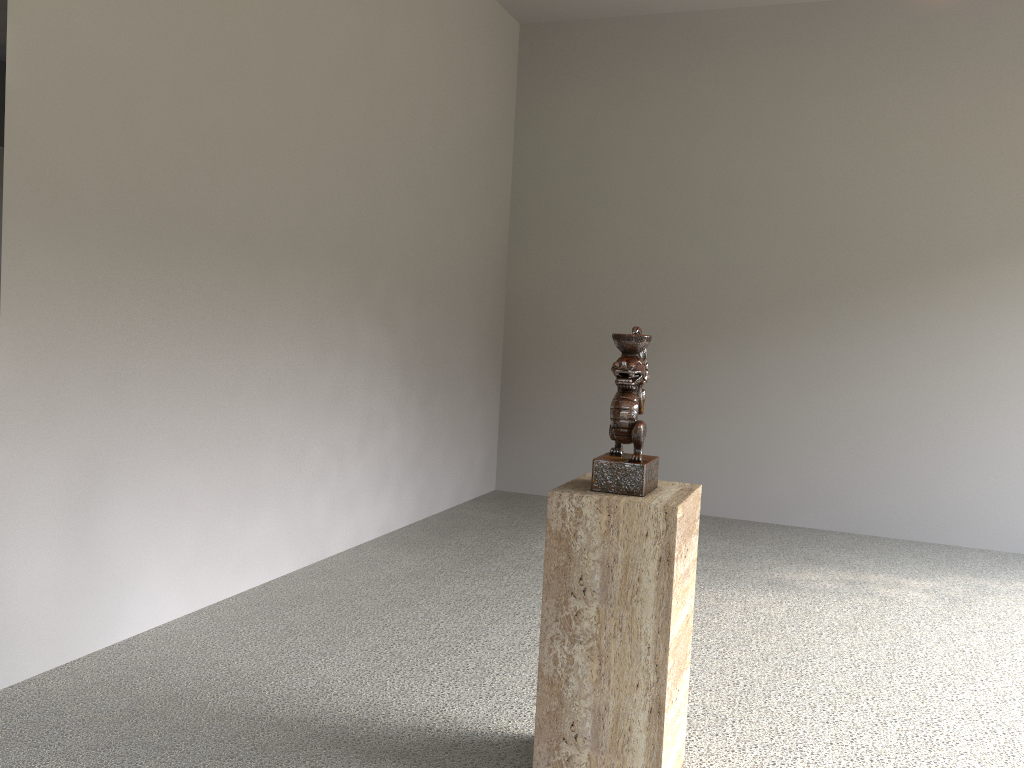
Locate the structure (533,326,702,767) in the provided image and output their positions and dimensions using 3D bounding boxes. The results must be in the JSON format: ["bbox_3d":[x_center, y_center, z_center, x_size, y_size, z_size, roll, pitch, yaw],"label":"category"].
[{"bbox_3d":[0.264,0.402,2.077,0.292,1.073,0.328,4,3,20],"label":"structure"}]
